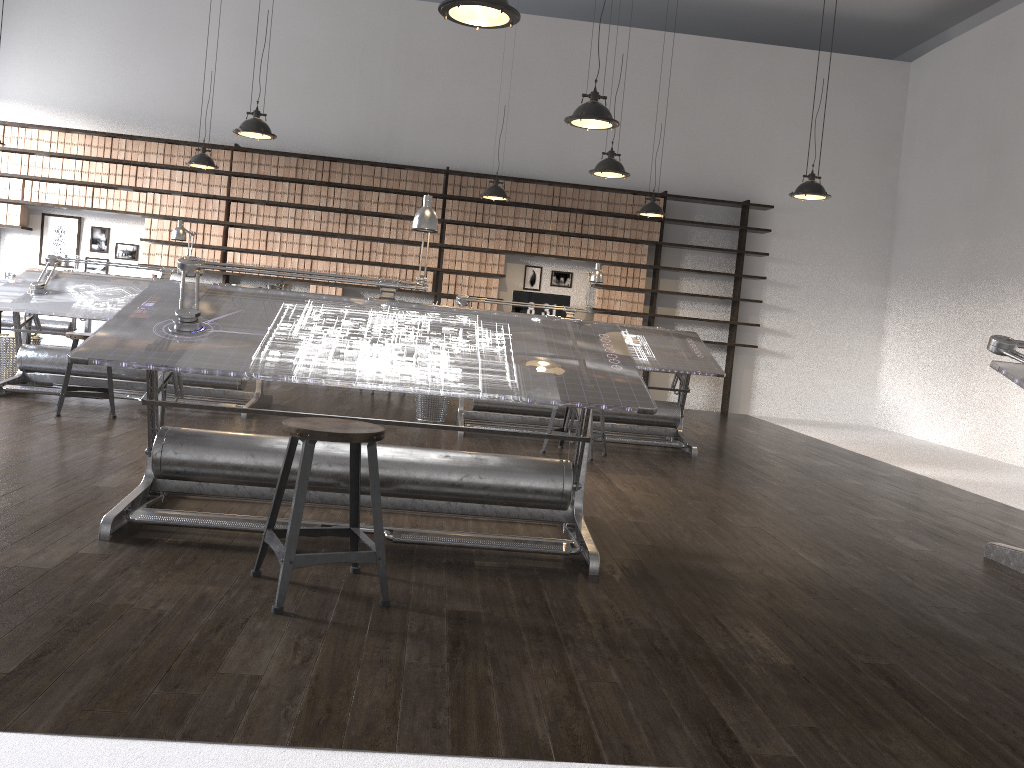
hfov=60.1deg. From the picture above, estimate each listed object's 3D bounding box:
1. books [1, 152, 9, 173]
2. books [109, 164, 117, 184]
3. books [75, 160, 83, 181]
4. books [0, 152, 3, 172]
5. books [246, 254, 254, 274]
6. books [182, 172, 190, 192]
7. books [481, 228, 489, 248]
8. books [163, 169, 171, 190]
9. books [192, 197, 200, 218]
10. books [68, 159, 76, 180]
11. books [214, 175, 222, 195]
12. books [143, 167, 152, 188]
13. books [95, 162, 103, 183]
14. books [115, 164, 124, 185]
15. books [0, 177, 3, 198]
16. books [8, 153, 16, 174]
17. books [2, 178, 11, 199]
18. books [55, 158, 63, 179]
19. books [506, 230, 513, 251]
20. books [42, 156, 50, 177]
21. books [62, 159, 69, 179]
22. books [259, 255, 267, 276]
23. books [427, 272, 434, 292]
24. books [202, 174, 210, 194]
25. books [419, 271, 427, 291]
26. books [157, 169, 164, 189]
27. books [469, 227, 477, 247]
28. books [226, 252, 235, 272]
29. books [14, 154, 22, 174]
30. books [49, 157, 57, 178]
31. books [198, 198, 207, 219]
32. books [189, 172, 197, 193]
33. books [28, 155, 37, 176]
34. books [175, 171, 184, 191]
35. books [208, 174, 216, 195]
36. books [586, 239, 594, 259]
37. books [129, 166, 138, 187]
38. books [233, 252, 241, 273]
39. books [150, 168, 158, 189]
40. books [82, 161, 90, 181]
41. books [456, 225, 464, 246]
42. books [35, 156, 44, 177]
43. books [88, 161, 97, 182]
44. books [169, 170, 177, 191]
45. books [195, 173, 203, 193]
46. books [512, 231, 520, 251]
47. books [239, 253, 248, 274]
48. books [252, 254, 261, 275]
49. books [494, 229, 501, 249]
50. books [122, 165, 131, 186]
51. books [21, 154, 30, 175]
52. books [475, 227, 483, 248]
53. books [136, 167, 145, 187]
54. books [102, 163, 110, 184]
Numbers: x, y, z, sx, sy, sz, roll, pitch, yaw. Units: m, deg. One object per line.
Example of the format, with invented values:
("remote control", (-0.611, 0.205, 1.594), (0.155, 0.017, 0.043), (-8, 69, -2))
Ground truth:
("books", (-5.417, -2.367, 9.534), (0.067, 0.225, 0.175), (5, 3, -5))
("books", (-4.311, -2.268, 9.628), (0.067, 0.225, 0.175), (5, 3, -5))
("books", (-4.663, -2.300, 9.600), (0.067, 0.225, 0.175), (5, 3, -5))
("books", (-5.488, -2.374, 9.528), (0.066, 0.225, 0.175), (5, 3, -5))
("books", (-2.878, -1.322, 9.784), (0.066, 0.225, 0.175), (5, 3, -5))
("books", (-3.546, -2.199, 9.695), (0.067, 0.225, 0.175), (5, 3, -5))
("books", (-0.301, -1.638, 9.981), (0.067, 0.225, 0.175), (5, 3, -5))
("books", (-3.747, -2.217, 9.677), (0.067, 0.225, 0.175), (5, 3, -5))
("books", (-3.445, -1.921, 9.712), (0.067, 0.225, 0.175), (5, 3, -5))
("books", (-4.735, -2.306, 9.595), (0.066, 0.225, 0.175), (5, 3, -5))
("books", (-3.210, -2.169, 9.726), (0.066, 0.225, 0.175), (5, 3, -5))
("books", (-3.954, -2.236, 9.661), (0.066, 0.225, 0.175), (5, 3, -5))
("books", (-4.455, -2.281, 9.619), (0.066, 0.225, 0.175), (5, 3, -5))
("books", (-4.248, -2.263, 9.638), (0.066, 0.225, 0.175), (5, 3, -5))
("books", (-5.485, -2.105, 9.545), (0.066, 0.225, 0.175), (5, 3, -5))
("books", (-5.354, -2.362, 9.544), (0.066, 0.225, 0.175), (5, 3, -5))
("books", (-5.416, -2.099, 9.549), (0.066, 0.225, 0.175), (5, 3, -5))
("books", (-4.863, -2.317, 9.581), (0.067, 0.225, 0.175), (5, 3, -5))
("books", (-0.034, -1.614, 10.009), (0.066, 0.225, 0.175), (5, 3, -5))
("books", (-5.001, -2.330, 9.576), (0.066, 0.225, 0.175), (5, 3, -5))
("books", (-4.797, -2.312, 9.592), (0.066, 0.225, 0.175), (5, 3, -5))
("books", (-2.737, -1.309, 9.794), (0.066, 0.225, 0.175), (5, 3, -5))
("books", (-0.924, -1.145, 9.949), (0.066, 0.225, 0.175), (5, 3, -5))
("books", (-3.338, -2.180, 9.712), (0.067, 0.225, 0.175), (5, 3, -5))
("books", (-1.001, -1.152, 9.940), (0.067, 0.225, 0.175), (5, 3, -5))
("books", (-3.814, -2.224, 9.677), (0.066, 0.225, 0.175), (5, 3, -5))
("books", (-0.440, -1.651, 9.975), (0.066, 0.225, 0.175), (5, 3, -5))
("books", (-3.088, -1.340, 9.761), (0.066, 0.225, 0.175), (5, 3, -5))
("books", (-5.289, -2.356, 9.552), (0.066, 0.225, 0.175), (5, 3, -5))
("books", (-4.930, -2.324, 9.582), (0.066, 0.225, 0.175), (5, 3, -5))
("books", (-3.378, -1.916, 9.723), (0.066, 0.225, 0.175), (5, 3, -5))
("books", (-3.477, -2.193, 9.705), (0.066, 0.225, 0.175), (5, 3, -5))
("books", (-5.142, -2.343, 9.564), (0.066, 0.225, 0.175), (5, 3, -5))
("books", (-3.618, -2.206, 9.691), (0.066, 0.225, 0.175), (5, 3, -5))
("books", (-3.272, -2.175, 9.722), (0.066, 0.225, 0.175), (5, 3, -5))
("books", (0.882, -1.531, 10.084), (0.066, 0.225, 0.175), (5, 3, -5))
("books", (-4.099, -2.249, 9.648), (0.067, 0.225, 0.175), (5, 3, -5))
("books", (-3.017, -1.334, 9.770), (0.066, 0.225, 0.175), (5, 3, -5))
("books", (-3.885, -2.230, 9.671), (0.066, 0.225, 0.175), (5, 3, -5))
("books", (-4.593, -2.294, 9.610), (0.066, 0.225, 0.175), (5, 3, -5))
("books", (-0.581, -1.663, 9.956), (0.066, 0.225, 0.175), (5, 3, -5))
("books", (-5.071, -2.336, 9.566), (0.066, 0.225, 0.175), (5, 3, -5))
("books", (-4.524, -2.288, 9.617), (0.066, 0.225, 0.175), (5, 3, -5))
("books", (-3.681, -2.211, 9.687), (0.066, 0.225, 0.175), (5, 3, -5))
("books", (-3.408, -2.187, 9.713), (0.066, 0.225, 0.175), (5, 3, -5))
("books", (0.037, -1.608, 10.015), (0.066, 0.225, 0.175), (5, 3, -5))
("books", (-2.948, -1.328, 9.780), (0.066, 0.225, 0.175), (5, 3, -5))
("books", (-2.808, -1.315, 9.786), (0.067, 0.225, 0.175), (5, 3, -5))
("books", (-0.167, -1.626, 9.996), (0.066, 0.225, 0.175), (5, 3, -5))
("books", (-4.173, -2.256, 9.647), (0.066, 0.225, 0.175), (5, 3, -5))
("books", (-5.216, -2.349, 9.552), (0.067, 0.225, 0.175), (5, 3, -5))
("books", (-0.371, -1.644, 9.979), (0.066, 0.225, 0.175), (5, 3, -5))
("books", (-4.025, -2.243, 9.659), (0.066, 0.225, 0.175), (5, 3, -5))
("books", (-4.382, -2.274, 9.622), (0.066, 0.225, 0.175), (5, 3, -5))
